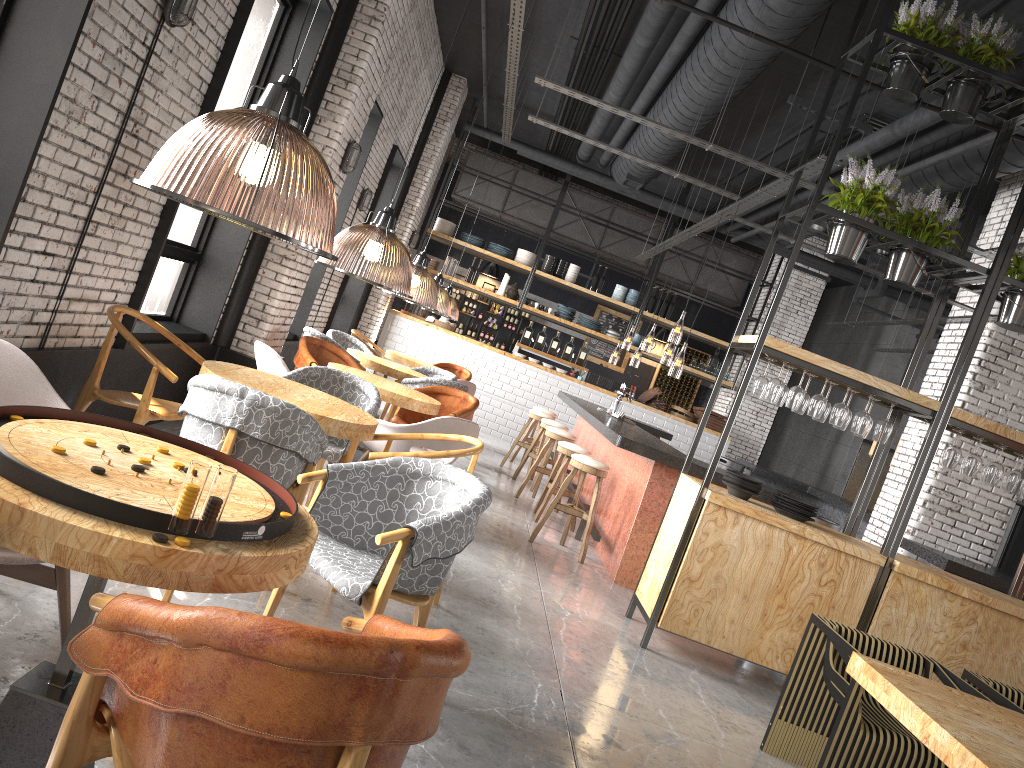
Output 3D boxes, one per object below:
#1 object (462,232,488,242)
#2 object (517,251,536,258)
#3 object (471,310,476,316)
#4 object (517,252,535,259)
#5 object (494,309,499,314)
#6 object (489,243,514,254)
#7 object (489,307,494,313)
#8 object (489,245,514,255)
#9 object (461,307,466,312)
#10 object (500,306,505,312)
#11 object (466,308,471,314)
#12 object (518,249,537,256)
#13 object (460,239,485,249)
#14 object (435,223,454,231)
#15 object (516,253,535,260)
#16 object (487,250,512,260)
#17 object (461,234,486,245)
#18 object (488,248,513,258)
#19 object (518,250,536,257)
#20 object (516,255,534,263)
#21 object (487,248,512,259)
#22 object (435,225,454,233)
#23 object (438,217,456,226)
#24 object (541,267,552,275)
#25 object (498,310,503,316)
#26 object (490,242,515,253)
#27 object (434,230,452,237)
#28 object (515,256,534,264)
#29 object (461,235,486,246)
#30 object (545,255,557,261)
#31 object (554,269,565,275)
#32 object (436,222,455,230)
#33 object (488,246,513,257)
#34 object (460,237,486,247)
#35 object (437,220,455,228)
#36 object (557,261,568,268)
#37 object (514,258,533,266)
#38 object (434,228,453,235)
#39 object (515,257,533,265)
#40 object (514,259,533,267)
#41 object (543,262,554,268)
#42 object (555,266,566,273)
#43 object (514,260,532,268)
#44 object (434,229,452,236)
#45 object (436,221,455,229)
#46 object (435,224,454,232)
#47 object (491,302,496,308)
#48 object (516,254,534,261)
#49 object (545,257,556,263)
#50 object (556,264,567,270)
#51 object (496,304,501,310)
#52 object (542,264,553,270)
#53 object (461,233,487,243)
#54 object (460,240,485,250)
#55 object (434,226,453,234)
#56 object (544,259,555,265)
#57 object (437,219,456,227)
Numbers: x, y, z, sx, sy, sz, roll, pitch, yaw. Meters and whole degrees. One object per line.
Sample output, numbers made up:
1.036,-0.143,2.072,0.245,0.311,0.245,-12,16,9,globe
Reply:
-0.625,-2.438,14.757,0.454,0.050,0.453,21,2,11,object
0.237,-2.148,14.791,0.334,0.044,0.336,19,3,-32,object
-0.774,-1.427,17.772,0.092,0.108,0.105,21,2,9,object
0.230,-2.129,14.791,0.333,0.041,0.336,19,3,-33,object
-0.308,-1.457,17.782,0.092,0.112,0.100,20,2,-16,object
-0.176,-2.243,14.775,0.453,0.050,0.455,20,3,-27,object
-0.401,-1.489,17.780,0.088,0.108,0.107,19,2,-42,object
-0.185,-2.221,14.777,0.456,0.037,0.452,23,3,42,object
-0.957,-1.498,17.764,0.092,0.112,0.100,20,2,-16,object
-0.184,-1.516,17.785,0.092,0.108,0.105,21,2,9,object
-0.859,-1.459,17.769,0.088,0.108,0.107,19,2,-42,object
0.251,-2.183,14.790,0.334,0.039,0.336,20,3,-28,object
-0.667,-2.327,14.761,0.454,0.043,0.454,21,2,0,object
-1.120,-2.597,14.741,0.336,0.043,0.333,22,3,37,object
0.223,-2.111,14.790,0.334,0.043,0.335,20,2,-19,object
-0.218,-2.132,14.779,0.454,0.033,0.454,21,2,6,object
-0.641,-2.393,14.758,0.454,0.043,0.454,21,2,3,object
-0.202,-2.177,14.777,0.452,0.042,0.456,19,3,-42,object
0.244,-2.165,14.789,0.334,0.039,0.336,20,3,-27,object
0.211,-2.078,14.791,0.336,0.040,0.333,23,3,42,object
-0.209,-2.155,14.779,0.452,0.045,0.455,20,3,-27,object
-1.133,-2.564,14.741,0.333,0.042,0.336,19,3,-42,object
-1.085,-2.687,14.739,0.334,0.039,0.335,20,2,-11,object
0.565,-1.876,14.813,0.197,0.102,0.196,21,2,10,object
-0.220,-1.421,17.787,0.092,0.108,0.105,21,2,9,object
-0.168,-2.265,14.775,0.455,0.039,0.453,21,2,17,object
-1.160,-2.490,14.743,0.336,0.033,0.334,22,3,36,object
0.204,-2.060,14.792,0.333,0.039,0.336,19,3,-36,object
-0.650,-2.371,14.760,0.453,0.038,0.455,20,3,-25,object
0.642,-2.085,14.809,0.197,0.105,0.196,21,2,19,object
0.779,-1.843,14.819,0.197,0.101,0.196,21,2,17,object
-1.112,-2.614,14.740,0.335,0.038,0.334,21,2,18,object
-0.193,-2.199,14.777,0.454,0.038,0.454,21,2,-1,object
-0.659,-2.350,14.760,0.453,0.044,0.455,20,2,-7,object
-1.100,-2.651,14.739,0.334,0.040,0.335,20,2,-12,object
0.826,-1.967,14.814,0.196,0.102,0.197,20,2,-9,object
0.191,-2.023,14.792,0.333,0.037,0.336,19,3,-36,object
-1.146,-2.527,14.742,0.334,0.039,0.335,20,2,-15,object
0.197,-2.042,14.792,0.333,0.040,0.336,19,3,-38,object
0.184,-2.006,14.794,0.334,0.046,0.335,20,2,-21,object
0.596,-1.959,14.811,0.197,0.102,0.196,22,2,27,object
0.797,-1.884,14.813,0.196,0.107,0.197,20,2,-31,object
0.177,-1.986,14.793,0.336,0.033,0.334,22,3,36,object
-1.153,-2.509,14.743,0.336,0.042,0.333,22,3,36,object
-1.106,-2.632,14.740,0.334,0.035,0.336,20,3,-26,object
-1.126,-2.582,14.741,0.335,0.038,0.334,22,2,23,object
-0.368,-1.587,17.776,0.092,0.112,0.100,20,2,-16,object
0.216,-2.093,14.791,0.335,0.039,0.334,21,2,6,object
0.633,-2.040,14.806,0.197,0.107,0.196,22,2,26,object
0.810,-1.926,14.815,0.197,0.102,0.196,21,2,8,object
-0.270,-1.548,17.781,0.088,0.108,0.107,19,2,-42,object
0.579,-1.918,14.812,0.196,0.104,0.197,19,3,-38,object
-0.634,-2.416,14.758,0.453,0.047,0.454,21,2,-5,object
-0.675,-2.304,14.761,0.454,0.033,0.454,21,2,6,object
-1.139,-2.546,14.743,0.333,0.044,0.336,19,3,-36,object
0.613,-2.000,14.809,0.196,0.100,0.197,19,3,-37,object
-1.092,-2.669,14.740,0.334,0.042,0.335,21,2,-6,object
